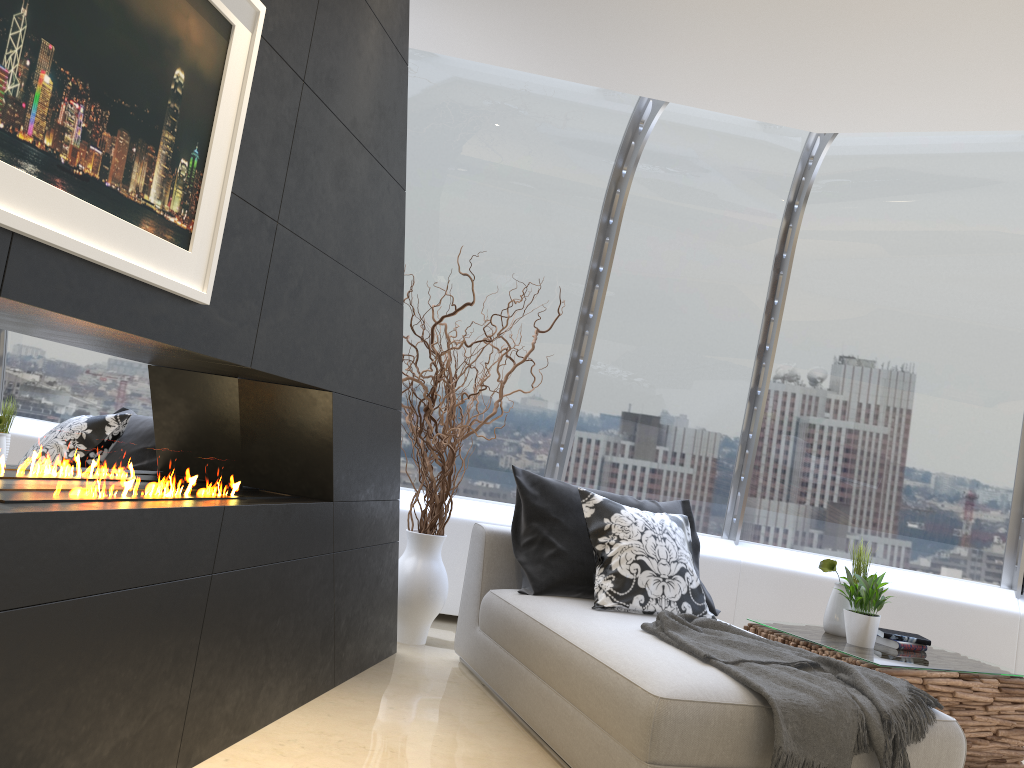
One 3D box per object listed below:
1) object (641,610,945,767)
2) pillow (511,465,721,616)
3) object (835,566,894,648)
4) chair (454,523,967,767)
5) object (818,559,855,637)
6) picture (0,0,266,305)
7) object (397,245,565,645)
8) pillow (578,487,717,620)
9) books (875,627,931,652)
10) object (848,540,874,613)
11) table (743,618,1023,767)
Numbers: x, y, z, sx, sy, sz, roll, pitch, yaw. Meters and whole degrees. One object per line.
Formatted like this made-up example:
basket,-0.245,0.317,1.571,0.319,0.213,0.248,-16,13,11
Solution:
object,0.977,1.080,3.111,0.825,0.359,1.024,11,-5,-19
pillow,0.495,0.773,4.304,1.070,0.597,0.510,11,-5,-18
object,1.661,1.049,4.188,0.284,0.369,0.215,4,-7,45
chair,0.619,1.103,3.666,1.176,0.690,2.068,11,-5,-18
object,1.594,1.055,4.395,0.297,0.370,0.152,12,-6,-33
picture,-0.917,-0.720,1.296,0.025,0.804,2.068,8,-5,12
object,-0.613,0.305,4.731,1.370,2.059,1.508,8,-5,13
pillow,0.615,0.785,4.025,0.683,0.528,0.431,11,-6,-23
books,1.896,1.253,4.334,0.265,0.063,0.246,9,-5,-1
object,1.777,1.027,4.561,0.153,0.511,0.150,11,-5,-20
table,1.758,1.476,4.253,1.007,0.436,0.923,11,-6,-23
